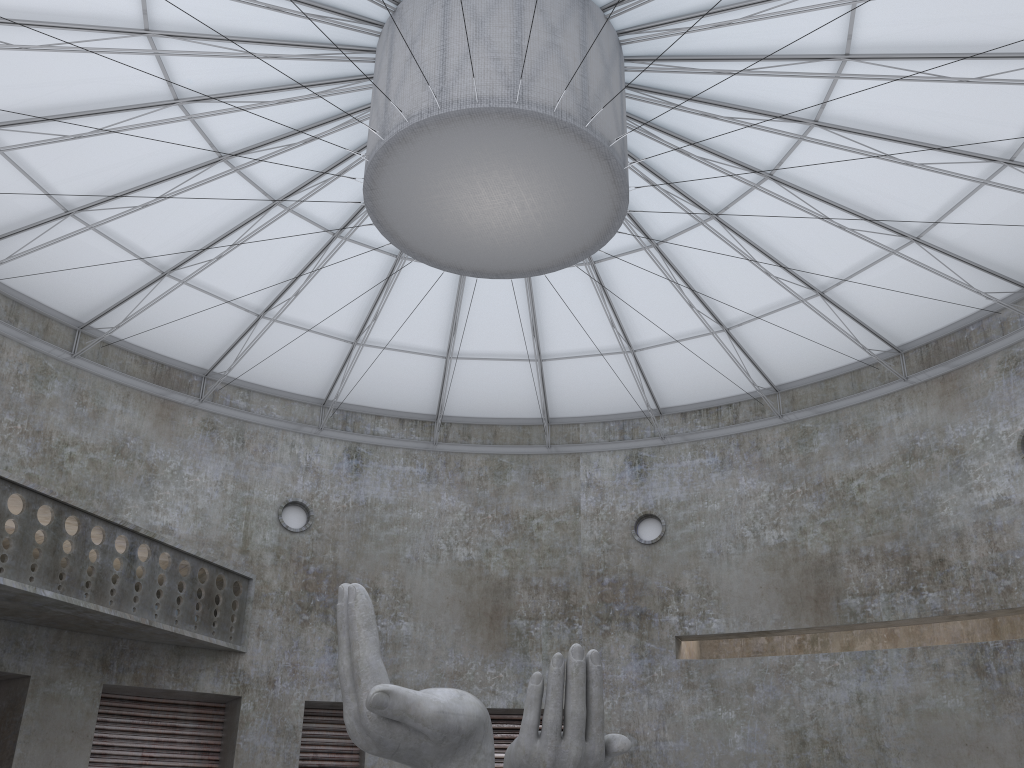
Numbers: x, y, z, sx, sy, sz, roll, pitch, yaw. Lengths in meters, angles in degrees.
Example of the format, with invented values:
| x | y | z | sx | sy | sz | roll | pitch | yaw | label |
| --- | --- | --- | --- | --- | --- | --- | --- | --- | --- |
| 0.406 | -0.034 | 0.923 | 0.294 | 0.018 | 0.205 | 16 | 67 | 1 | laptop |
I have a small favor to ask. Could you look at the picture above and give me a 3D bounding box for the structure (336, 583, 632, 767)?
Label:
| x | y | z | sx | sy | sz | roll | pitch | yaw | label |
| --- | --- | --- | --- | --- | --- | --- | --- | --- | --- |
| 1.542 | 6.590 | 17.052 | 10.773 | 5.602 | 15.859 | 11 | -27 | -20 | structure |
